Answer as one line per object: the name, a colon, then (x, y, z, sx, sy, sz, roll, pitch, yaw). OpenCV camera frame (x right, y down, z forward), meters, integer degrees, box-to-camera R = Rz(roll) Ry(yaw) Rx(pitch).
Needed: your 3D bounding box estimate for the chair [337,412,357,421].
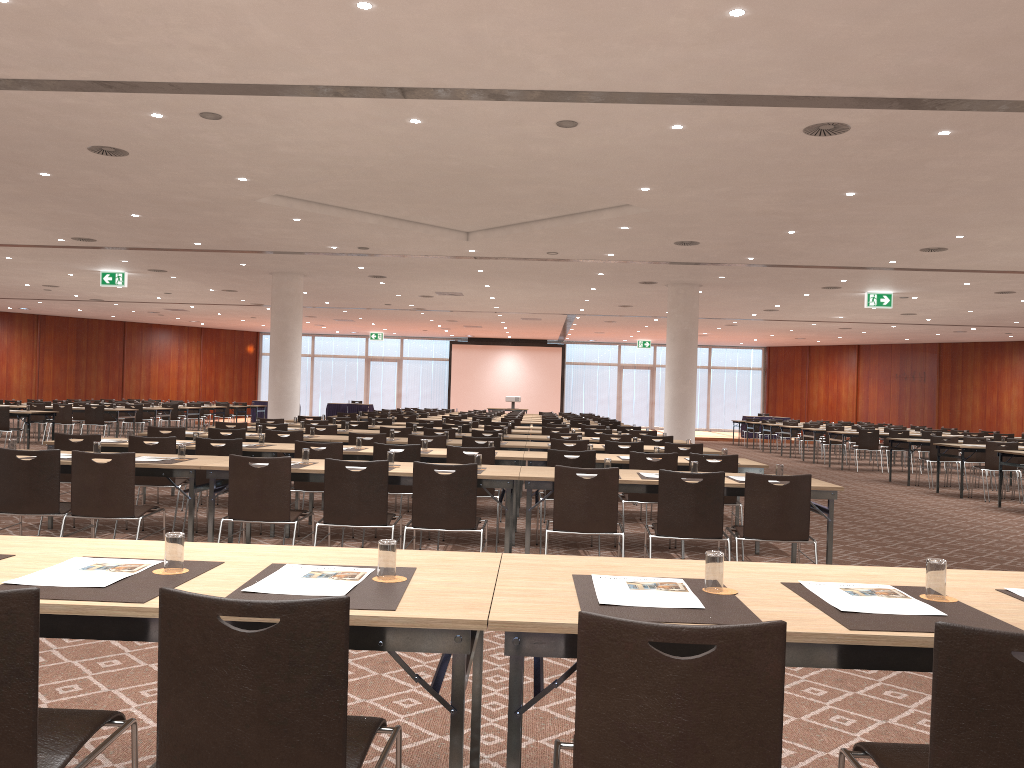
chair: (-3.645, 1.101, 19.727, 0.535, 0.939, 0.614, 2, 0, 3)

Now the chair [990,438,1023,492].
chair: (8.964, 1.432, 15.807, 0.535, 0.939, 0.614, 2, 0, 0)

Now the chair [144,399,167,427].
chair: (-12.026, 0.994, 29.960, 0.535, 0.939, 0.614, 2, 0, 0)

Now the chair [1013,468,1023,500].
chair: (8.251, 1.381, 13.826, 0.535, 0.939, 0.614, 2, 0, 4)

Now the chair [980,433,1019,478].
chair: (10.586, 1.534, 19.256, 0.535, 0.939, 0.614, 2, 0, 1)

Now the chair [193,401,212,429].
chair: (-10.337, 1.045, 29.833, 0.535, 0.939, 0.614, 2, 0, 0)

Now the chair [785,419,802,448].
chair: (9.284, 1.646, 29.436, 0.535, 0.939, 0.614, 2, 0, 3)

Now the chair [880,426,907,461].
chair: (10.097, 1.580, 23.353, 0.535, 0.939, 0.614, 2, 0, 3)

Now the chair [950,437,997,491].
chair: (8.282, 1.413, 15.900, 0.535, 0.939, 0.614, 2, 0, -1)

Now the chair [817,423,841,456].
chair: (9.124, 1.580, 25.380, 0.535, 0.939, 0.614, 2, 0, -1)

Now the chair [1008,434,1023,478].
chair: (11.234, 1.555, 19.320, 0.535, 0.939, 0.614, 2, 0, 4)

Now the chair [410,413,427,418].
chair: (-2.281, 1.173, 21.733, 0.535, 0.939, 0.614, 2, 0, 3)

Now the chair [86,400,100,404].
chair: (-12.160, 0.929, 25.881, 0.535, 0.939, 0.614, 2, 0, 4)

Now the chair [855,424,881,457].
chair: (10.213, 1.614, 25.409, 0.535, 0.939, 0.614, 2, 0, 3)

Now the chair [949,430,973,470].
chair: (10.721, 1.570, 21.394, 0.535, 0.939, 0.614, 2, 0, 3)

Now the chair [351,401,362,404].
chair: (-6.044, 1.115, 34.224, 0.535, 0.939, 0.614, 2, 0, 4)

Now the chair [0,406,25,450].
chair: (-9.375, 0.873, 16.309, 0.535, 0.939, 0.614, 2, 0, 1)

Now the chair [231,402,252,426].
chair: (-9.081, 1.083, 29.799, 0.535, 0.939, 0.614, 2, 0, 2)

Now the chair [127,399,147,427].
chair: (-12.691, 0.973, 29.897, 0.535, 0.939, 0.614, 2, 0, -1)

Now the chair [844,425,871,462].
chair: (9.058, 1.547, 23.300, 0.535, 0.939, 0.614, 2, 0, -1)

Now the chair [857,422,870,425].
chair: (11.522, 1.712, 29.234, 0.535, 0.939, 0.614, 2, 0, 1)

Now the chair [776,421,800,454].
chair: (7.939, 1.545, 25.472, 0.535, 0.939, 0.614, 2, 0, 0)

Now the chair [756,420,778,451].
chair: (7.889, 1.572, 27.414, 0.535, 0.939, 0.614, 2, 0, 4)

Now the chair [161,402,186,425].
chair: (-9.887, 1.000, 25.900, 0.535, 0.939, 0.614, 2, 0, 4)

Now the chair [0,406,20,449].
chair: (-9.455, 0.870, 16.311, 0.535, 0.939, 0.614, 2, 0, -1)

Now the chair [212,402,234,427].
chair: (-9.728, 1.064, 29.897, 0.535, 0.939, 0.614, 2, 0, 4)

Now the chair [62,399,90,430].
chair: (-12.793, 0.912, 26.039, 0.535, 0.939, 0.614, 2, 0, -1)

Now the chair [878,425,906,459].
chair: (10.869, 1.633, 25.332, 0.535, 0.939, 0.614, 2, 0, 0)

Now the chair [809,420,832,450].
chair: (10.197, 1.671, 29.271, 0.535, 0.939, 0.614, 2, 0, -1)

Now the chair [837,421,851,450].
chair: (10.917, 1.695, 29.332, 0.535, 0.939, 0.614, 2, 0, -1)

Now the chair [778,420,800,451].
chair: (8.572, 1.594, 27.455, 0.535, 0.939, 0.614, 2, 0, 3)

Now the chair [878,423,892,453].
chair: (11.443, 1.682, 27.376, 0.535, 0.939, 0.614, 2, 0, 4)

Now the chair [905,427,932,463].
chair: (10.718, 1.598, 23.254, 0.535, 0.939, 0.614, 2, 0, 4)

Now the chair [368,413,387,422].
chair: (-2.978, 1.122, 19.751, 0.535, 0.939, 0.614, 2, 0, 2)

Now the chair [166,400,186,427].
chair: (-11.308, 1.017, 30.000, 0.535, 0.939, 0.614, 2, 0, 0)

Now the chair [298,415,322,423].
chair: (-3.676, 1.048, 16.227, 0.535, 0.939, 0.614, 2, 0, 1)

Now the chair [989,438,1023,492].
chair: (8.946, 1.432, 15.807, 0.535, 0.939, 0.614, 2, 0, 2)

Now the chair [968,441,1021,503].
chair: (7.576, 1.361, 13.918, 0.535, 0.939, 0.614, 2, 0, 4)

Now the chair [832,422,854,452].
chair: (10.263, 1.645, 27.349, 0.535, 0.939, 0.614, 2, 0, 0)

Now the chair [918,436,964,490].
chair: (7.666, 1.393, 15.842, 0.535, 0.939, 0.614, 2, 0, 1)

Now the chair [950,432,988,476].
chair: (10.019, 1.519, 19.412, 0.535, 0.939, 0.614, 2, 0, 1)

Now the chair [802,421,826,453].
chair: (9.293, 1.614, 27.295, 0.535, 0.939, 0.614, 2, 0, 0)

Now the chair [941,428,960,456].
chair: (11.431, 1.622, 23.375, 0.535, 0.939, 0.614, 2, 0, 0)

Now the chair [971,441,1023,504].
chair: (7.627, 1.363, 13.917, 0.535, 0.939, 0.614, 2, 0, 3)

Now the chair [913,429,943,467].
chair: (10.023, 1.547, 21.273, 0.535, 0.939, 0.614, 2, 0, 0)

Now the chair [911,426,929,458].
chair: (11.488, 1.651, 25.234, 0.535, 0.939, 0.614, 2, 0, 3)

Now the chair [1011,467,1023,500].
chair: (8.228, 1.380, 13.826, 0.535, 0.939, 0.614, 2, 0, 2)

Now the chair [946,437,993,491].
chair: (8.215, 1.411, 15.901, 0.535, 0.939, 0.614, 2, 0, 0)

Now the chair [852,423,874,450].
chair: (10.832, 1.661, 27.253, 0.535, 0.939, 0.614, 2, 0, 1)

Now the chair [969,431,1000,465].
chair: (11.362, 1.588, 21.236, 0.535, 0.939, 0.614, 2, 0, 1)

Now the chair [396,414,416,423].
chair: (-2.328, 1.141, 19.657, 0.535, 0.939, 0.614, 2, 0, 2)

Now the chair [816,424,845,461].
chair: (8.419, 1.529, 23.398, 0.535, 0.939, 0.614, 2, 0, -1)

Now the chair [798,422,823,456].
chair: (8.527, 1.561, 25.315, 0.535, 0.939, 0.614, 2, 0, 3)

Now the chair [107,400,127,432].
chair: (-11.445, 0.952, 25.943, 0.535, 0.939, 0.614, 2, 0, -1)
